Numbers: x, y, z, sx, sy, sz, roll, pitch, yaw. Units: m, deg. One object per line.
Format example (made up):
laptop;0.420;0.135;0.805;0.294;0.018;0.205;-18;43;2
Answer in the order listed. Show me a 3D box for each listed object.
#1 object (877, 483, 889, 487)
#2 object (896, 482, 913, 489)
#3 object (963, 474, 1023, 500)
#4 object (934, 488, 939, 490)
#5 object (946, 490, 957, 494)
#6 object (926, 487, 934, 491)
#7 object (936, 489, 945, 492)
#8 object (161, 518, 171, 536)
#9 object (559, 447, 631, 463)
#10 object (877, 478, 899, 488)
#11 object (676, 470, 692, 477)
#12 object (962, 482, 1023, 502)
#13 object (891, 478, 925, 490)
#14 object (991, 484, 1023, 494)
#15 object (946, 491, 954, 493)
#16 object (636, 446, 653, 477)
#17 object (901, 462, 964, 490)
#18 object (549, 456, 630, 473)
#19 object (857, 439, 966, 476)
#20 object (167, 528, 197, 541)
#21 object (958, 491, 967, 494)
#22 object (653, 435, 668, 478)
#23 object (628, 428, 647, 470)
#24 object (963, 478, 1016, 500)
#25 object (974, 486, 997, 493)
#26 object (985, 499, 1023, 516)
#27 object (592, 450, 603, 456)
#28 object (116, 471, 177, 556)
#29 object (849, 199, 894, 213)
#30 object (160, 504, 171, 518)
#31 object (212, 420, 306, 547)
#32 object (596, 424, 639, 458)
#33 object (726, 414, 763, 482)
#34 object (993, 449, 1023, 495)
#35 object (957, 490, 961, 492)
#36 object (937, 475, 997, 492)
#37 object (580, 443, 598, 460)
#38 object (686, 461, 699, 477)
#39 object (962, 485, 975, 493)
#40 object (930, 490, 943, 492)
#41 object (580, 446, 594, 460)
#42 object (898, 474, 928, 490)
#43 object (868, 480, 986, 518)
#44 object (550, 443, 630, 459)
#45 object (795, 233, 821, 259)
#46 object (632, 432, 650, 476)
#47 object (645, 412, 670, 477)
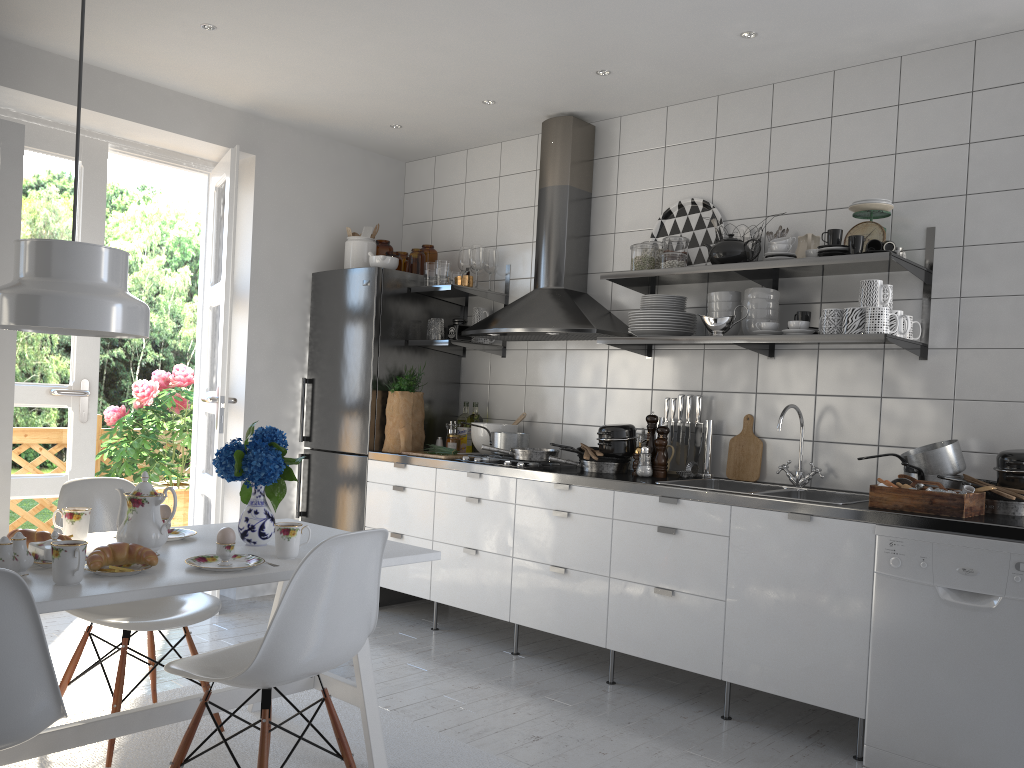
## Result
object;1.260;0.360;2.998;0.048;0.048;0.049;3;0;-37
object;1.356;0.377;2.932;0.030;0.084;0.220;3;-1;-23
object;1.620;0.346;2.990;0.059;0.061;0.334;3;-1;0
object;1.440;0.382;2.976;0.068;0.067;0.035;3;1;23
object;1.415;0.373;2.848;0.042;0.062;0.069;3;0;-17
object;1.402;0.377;3.010;0.054;0.059;0.068;3;0;38
object;1.408;0.371;2.915;0.054;0.052;0.034;3;0;28
object;-1.066;0.435;2.702;0.048;0.057;0.048;3;0;-8
object;0.366;0.329;4.022;0.347;0.082;0.243;3;-1;-7
object;1.309;0.372;2.978;0.030;0.093;0.217;3;-1;-22
object;0.762;0.397;3.927;0.072;0.031;0.070;2;-1;42
object;1.642;0.374;3.044;0.347;0.082;0.243;3;-1;-7
object;1.363;0.374;3.065;0.118;0.099;0.084;3;0;36
object;1.654;0.359;3.007;0.065;0.021;0.336;3;-1;5
object;1.413;0.375;2.842;0.043;0.060;0.069;3;0;-31
object;0.573;0.333;3.820;0.069;0.135;0.069;3;1;22
object;1.504;0.358;3.167;0.200;0.154;0.348;3;-1;26
object;0.364;0.365;4.052;0.351;0.061;0.232;2;-1;20
object;1.464;0.279;3.257;0.371;0.169;0.203;3;0;19
object;-1.068;0.461;2.703;0.201;0.016;0.200;4;-2;-43
object;1.452;0.377;2.866;0.040;0.063;0.069;3;0;0
object;0.644;0.313;3.847;0.058;0.184;0.058;3;1;-20
object;0.596;0.309;4.226;0.081;0.201;0.100;2;1;-28
object;1.604;0.352;2.991;0.064;0.044;0.335;3;-1;9
object;1.479;0.378;2.977;0.050;0.094;0.270;2;0;-43
object;1.639;0.409;3.075;0.351;0.061;0.232;2;-1;20
object;0.378;0.314;3.984;0.065;0.021;0.336;3;-1;5
object;-0.996;0.351;2.405;0.140;0.230;0.149;3;0;-30
object;1.393;-0.684;3.440;0.163;0.047;0.164;3;-1;1
object;-1.064;0.397;2.702;0.048;0.063;0.048;3;0;-44
object;-0.767;0.296;2.671;0.265;0.377;0.236;3;1;44
object;0.475;0.257;4.005;0.190;0.159;0.197;3;0;3
object;1.025;0.278;3.888;0.157;0.294;0.047;3;1;42
object;1.751;0.302;3.027;0.190;0.159;0.197;3;0;3
object;1.482;0.380;2.945;0.048;0.052;0.048;3;0;16
object;1.652;0.360;3.035;0.356;0.080;0.245;4;-1;-40
object;0.345;0.301;3.968;0.059;0.061;0.334;3;-1;0
object;0.812;0.381;3.972;0.029;0.068;0.069;2;0;-43
object;1.491;0.359;2.905;0.050;0.058;0.053;3;0;35
object;1.376;0.362;2.885;0.054;0.030;0.053;2;-1;37
object;0.329;0.307;3.968;0.064;0.044;0.335;3;-1;9
object;1.456;0.373;3.029;0.265;0.107;0.048;2;0;39
object;1.389;0.375;2.967;0.300;0.100;0.211;2;-1;44
object;0.376;0.316;4.013;0.356;0.080;0.245;4;-1;-40
object;1.207;-0.534;3.599;0.116;0.152;0.127;3;0;-22
object;0.571;0.306;3.885;0.080;0.192;0.058;3;1;31
object;0.642;0.265;3.933;0.061;0.283;0.123;2;1;-43
